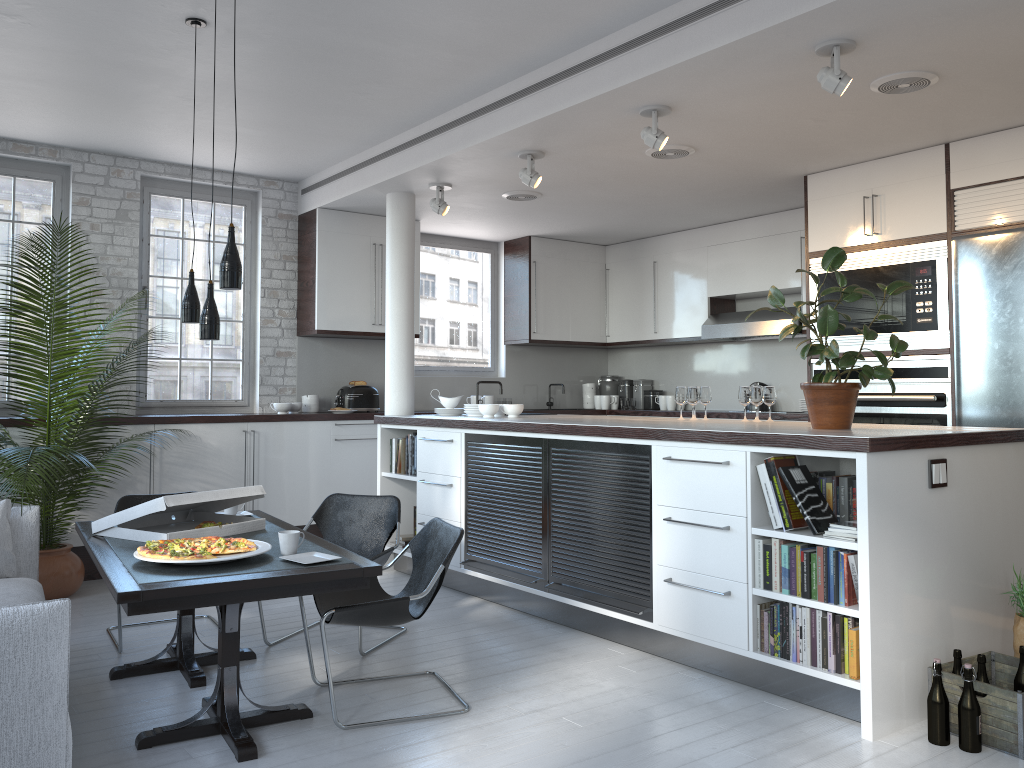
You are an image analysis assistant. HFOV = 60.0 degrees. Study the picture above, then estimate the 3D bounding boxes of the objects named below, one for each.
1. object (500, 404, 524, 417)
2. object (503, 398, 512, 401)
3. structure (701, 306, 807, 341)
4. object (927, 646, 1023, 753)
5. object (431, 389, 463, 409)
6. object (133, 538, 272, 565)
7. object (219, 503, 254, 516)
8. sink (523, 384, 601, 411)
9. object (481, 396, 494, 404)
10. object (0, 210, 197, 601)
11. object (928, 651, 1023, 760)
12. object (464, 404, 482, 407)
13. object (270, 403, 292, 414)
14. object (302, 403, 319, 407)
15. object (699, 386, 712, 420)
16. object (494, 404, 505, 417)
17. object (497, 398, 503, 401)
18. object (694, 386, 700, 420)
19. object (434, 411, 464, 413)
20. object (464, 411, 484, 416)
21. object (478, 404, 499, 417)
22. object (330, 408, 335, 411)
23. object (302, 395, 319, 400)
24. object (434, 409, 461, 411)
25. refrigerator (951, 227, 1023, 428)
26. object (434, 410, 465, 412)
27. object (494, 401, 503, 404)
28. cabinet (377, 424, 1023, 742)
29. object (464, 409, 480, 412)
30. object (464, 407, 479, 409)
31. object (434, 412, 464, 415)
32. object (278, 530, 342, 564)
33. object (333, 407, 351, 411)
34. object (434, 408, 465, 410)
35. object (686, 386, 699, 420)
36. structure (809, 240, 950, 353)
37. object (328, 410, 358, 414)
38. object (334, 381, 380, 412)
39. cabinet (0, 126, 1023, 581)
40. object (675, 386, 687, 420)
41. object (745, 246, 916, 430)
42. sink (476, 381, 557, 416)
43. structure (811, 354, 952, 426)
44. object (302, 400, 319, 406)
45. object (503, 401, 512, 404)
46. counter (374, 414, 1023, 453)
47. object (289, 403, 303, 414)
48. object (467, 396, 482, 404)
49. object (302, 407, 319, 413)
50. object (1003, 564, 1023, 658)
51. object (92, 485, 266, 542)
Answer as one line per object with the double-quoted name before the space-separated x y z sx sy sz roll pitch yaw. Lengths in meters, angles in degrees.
"object" 0.008 0.196 6.477 0.156 0.093 0.156 0 -1 -22
"object" -0.045 0.194 9.047 0.094 0.098 0.094 1 -2 -20
"structure" 2.337 -0.556 8.248 0.522 0.250 1.041 1 -1 -37
"object" 1.919 1.253 3.549 0.556 0.325 0.288 0 -2 -10
"object" -0.511 0.128 7.032 0.269 0.173 0.130 0 -2 -7
"object" -1.257 0.695 3.619 0.532 0.042 0.532 0 -1 -39
"object" -1.539 0.675 4.860 0.204 0.098 0.175 1 -1 -31
"sink" 0.458 0.203 9.426 0.915 0.414 0.433 1 -2 -37
"object" -0.235 0.192 8.697 0.109 0.152 0.138 -1 -2 14
"object" -3.284 0.160 5.878 1.922 2.627 2.397 0 -2 11
"object" 2.018 1.291 3.618 0.455 0.248 0.389 1 -1 -31
"object" -0.254 0.176 6.822 0.235 0.041 0.235 0 -1 4
"object" -1.970 0.210 7.603 0.156 0.093 0.156 1 -1 -38
"object" -1.814 0.198 7.978 0.154 0.074 0.152 1 -1 -33
"object" 1.268 0.127 5.810 0.082 0.223 0.082 2 -3 -42
"object" -0.097 0.198 6.619 0.156 0.093 0.156 -1 -2 39
"object" -0.107 0.195 9.131 0.094 0.098 0.094 -1 -2 37
"object" 1.211 0.128 5.883 0.082 0.223 0.082 -2 -4 44
"object" -0.485 0.229 7.031 0.261 0.028 0.261 0 -1 -12
"object" -0.254 0.229 6.819 0.235 0.041 0.235 1 -1 -41
"object" -0.167 0.196 6.441 0.156 0.093 0.156 1 -1 -36
"object" -1.533 0.235 7.853 0.136 0.037 0.138 1 -1 -38
"object" -1.816 0.135 7.981 0.154 0.075 0.153 0 -1 21
"object" -0.485 0.214 7.032 0.261 0.028 0.261 0 -1 -8
"refrigerator" 3.353 0.146 4.953 0.190 2.198 1.753 2 -3 -37
"object" -0.486 0.222 7.031 0.261 0.028 0.261 0 -1 -12
"object" -0.133 0.223 8.986 0.094 0.098 0.094 -1 -2 37
"cabinet" 0.758 0.853 5.605 1.500 1.173 4.166 1 -1 -37
"object" -0.255 0.212 6.820 0.235 0.041 0.235 0 -1 -38
"object" -0.255 0.194 6.821 0.235 0.041 0.235 1 -1 -44
"object" -0.486 0.237 7.031 0.261 0.028 0.261 -1 -1 42
"object" -0.850 0.664 3.616 0.301 0.097 0.175 -1 -1 43
"object" -1.498 0.229 7.814 0.138 0.044 0.136 0 -1 16
"object" -0.486 0.207 7.032 0.261 0.028 0.261 -1 -1 41
"object" 1.179 0.127 5.776 0.082 0.223 0.082 -3 -4 45
"structure" 2.893 -0.576 6.422 0.956 0.705 1.031 1 -2 -37
"object" -1.491 0.245 7.814 0.261 0.028 0.261 -1 -1 41
"object" -1.430 0.116 8.144 0.414 0.291 0.278 1 -2 -37
"cabinet" 0.250 -0.065 5.452 7.225 3.006 7.293 1 -1 -37
"object" 1.118 0.128 5.860 0.082 0.223 0.082 0 -3 1
"object" 1.556 -0.225 4.348 0.775 0.892 0.436 -1 -3 21
"sink" -0.049 0.236 7.242 0.648 0.520 0.546 1 -2 -37
"structure" 2.846 0.329 6.342 1.024 1.029 1.048 1 -2 -37
"object" -1.814 0.168 7.978 0.153 0.063 0.153 0 -1 -7
"object" -0.045 0.224 9.046 0.094 0.098 0.094 1 -2 -20
"counter" 0.752 0.264 5.643 1.446 0.061 4.197 0 -1 -37
"object" -1.913 0.211 7.761 0.156 0.093 0.156 -1 -1 34
"object" -0.363 0.192 8.703 0.138 0.152 0.109 2 -3 -41
"object" -1.813 0.233 7.979 0.153 0.055 0.153 0 -1 6
"object" 2.297 1.109 3.846 0.344 0.622 0.211 -1 -3 22
"object" -1.607 0.611 4.314 0.587 0.216 0.590 -1 -1 33
